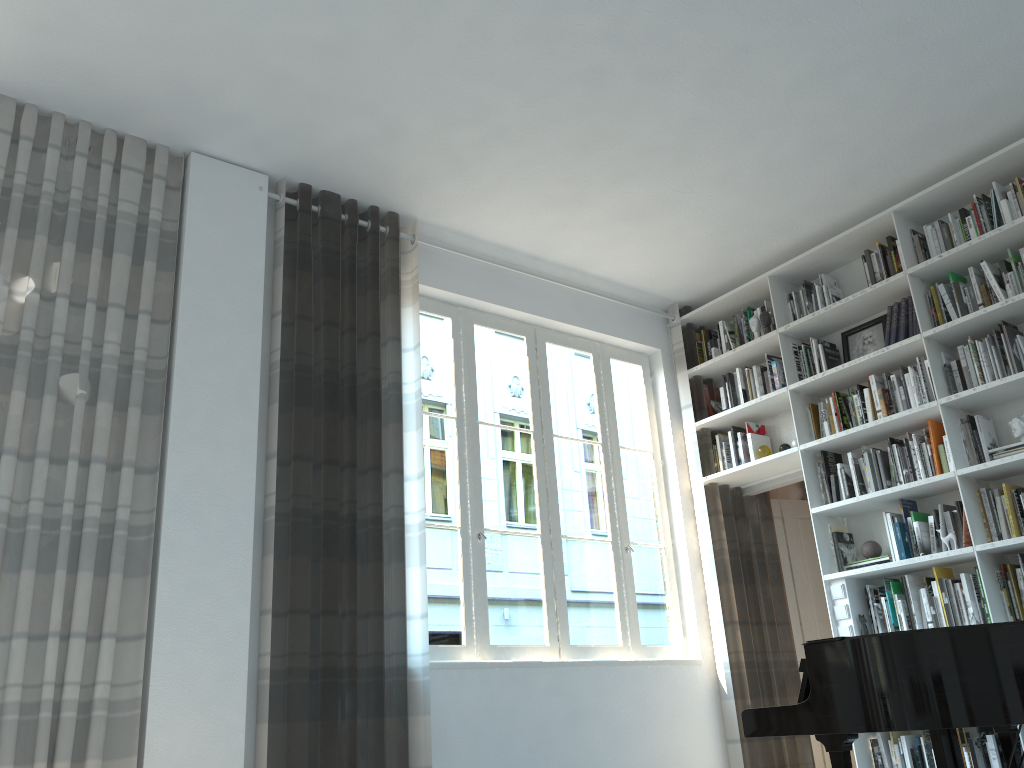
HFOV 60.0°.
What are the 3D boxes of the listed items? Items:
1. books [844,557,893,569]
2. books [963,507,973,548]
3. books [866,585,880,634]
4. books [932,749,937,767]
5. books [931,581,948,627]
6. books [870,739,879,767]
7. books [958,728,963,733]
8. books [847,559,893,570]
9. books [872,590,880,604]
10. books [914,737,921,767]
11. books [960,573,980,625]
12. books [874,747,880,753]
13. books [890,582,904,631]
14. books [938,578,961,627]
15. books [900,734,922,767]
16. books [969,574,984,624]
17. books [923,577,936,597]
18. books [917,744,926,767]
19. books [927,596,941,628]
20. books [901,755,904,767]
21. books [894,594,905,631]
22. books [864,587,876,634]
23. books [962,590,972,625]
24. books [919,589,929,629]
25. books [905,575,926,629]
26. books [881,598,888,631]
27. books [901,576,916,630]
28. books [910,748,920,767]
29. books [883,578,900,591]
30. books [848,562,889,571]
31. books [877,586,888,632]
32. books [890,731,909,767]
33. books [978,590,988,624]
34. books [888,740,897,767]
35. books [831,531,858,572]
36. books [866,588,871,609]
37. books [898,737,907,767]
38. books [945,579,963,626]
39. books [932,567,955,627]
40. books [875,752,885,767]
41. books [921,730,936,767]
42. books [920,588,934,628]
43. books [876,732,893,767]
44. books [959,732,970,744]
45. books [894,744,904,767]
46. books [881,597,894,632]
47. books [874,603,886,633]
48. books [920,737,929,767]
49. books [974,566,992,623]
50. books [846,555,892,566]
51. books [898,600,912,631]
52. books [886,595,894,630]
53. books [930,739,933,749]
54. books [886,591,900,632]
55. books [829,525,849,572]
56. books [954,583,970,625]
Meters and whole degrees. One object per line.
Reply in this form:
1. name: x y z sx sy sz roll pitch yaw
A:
1. books: 1.962 0.969 4.789 0.159 0.012 0.286 10 -25 -31
2. books: 2.280 0.678 4.357 0.228 0.275 0.082 12 -26 -35
3. books: 1.966 1.219 4.713 0.171 0.293 0.014 12 -26 -35
4. books: 2.114 1.870 4.293 0.168 0.201 0.030 12 -26 -35
5. books: 2.181 1.117 4.430 0.176 0.253 0.026 12 -26 -35
6. books: 1.922 1.965 4.577 0.161 0.253 0.012 12 -26 -35
7. books: 2.168 1.804 4.274 0.139 0.303 0.014 12 -26 -35
8. books: 1.965 0.981 4.786 0.161 0.012 0.255 13 -27 -37
9. books: 1.978 1.221 4.677 0.177 0.263 0.007 12 -26 -35
10. books: 2.066 1.886 4.397 0.139 0.251 0.022 12 -26 -35
11. books: 2.265 1.058 4.310 0.185 0.264 0.021 12 -26 -35
12. books: 1.934 1.977 4.557 0.158 0.215 0.023 12 -26 -35
13. books: 2.039 1.171 4.589 0.182 0.285 0.007 12 -26 -35
14. books: 2.199 1.097 4.391 0.181 0.259 0.028 12 -26 -35
15. books: 2.024 1.891 4.421 0.177 0.265 0.023 12 -26 -35
16. books: 2.291 1.058 4.307 0.142 0.259 0.013 12 -26 -35
17. books: 2.150 1.120 4.470 0.150 0.281 0.014 12 -26 -35
18. books: 2.072 1.892 4.369 0.163 0.220 0.022 12 -26 -35
19. books: 2.159 1.158 4.432 0.190 0.181 0.029 12 -26 -35
20. books: 2.015 1.942 4.441 0.145 0.185 0.022 12 -26 -35
21. books: 2.052 1.199 4.573 0.190 0.218 0.015 12 -26 -35
22. books: 1.957 1.234 4.737 0.159 0.284 0.008 12 -26 -35
23. books: 2.266 1.106 4.334 0.140 0.193 0.023 12 -26 -35
24. books: 2.133 1.165 4.514 0.138 0.229 0.045 12 -26 -35
25. books: 2.099 1.136 4.537 0.189 0.305 0.012 12 -26 -35
26. books: 2.010 1.232 4.648 0.176 0.217 0.015 12 -26 -35
27. books: 2.081 1.142 4.541 0.180 0.299 0.019 12 -26 -35
28. books: 2.051 1.915 4.403 0.159 0.205 0.022 12 -26 -35
29. books: 2.019 1.178 4.644 0.145 0.313 0.007 12 -26 -35
30. books: 1.969 0.993 4.784 0.161 0.012 0.255 11 -26 -34
31. books: 1.996 1.206 4.663 0.164 0.278 0.008 12 -26 -35
32. books: 1.988 1.893 4.491 0.158 0.317 0.011 12 -26 -35
33. books: 2.309 1.086 4.273 0.142 0.181 0.041 12 -26 -35
34. books: 1.982 1.933 4.493 0.143 0.245 0.024 12 -26 -35
35. books: 1.860 0.949 4.938 0.157 0.242 0.028 12 -26 -35
36. books: 1.963 1.228 4.728 0.152 0.288 0.017 12 -26 -35
37. books: 2.008 1.898 4.430 0.174 0.260 0.013 12 -26 -35
38. books: 2.220 1.094 4.371 0.159 0.248 0.028 12 -26 -35
39. books: 2.190 1.077 4.425 0.172 0.321 0.021 12 -26 -35
40. books: 1.928 1.976 4.518 0.176 0.189 0.029 12 -26 -35
41. books: 2.088 1.839 4.345 0.184 0.299 0.013 12 -26 -35
42. books: 2.141 1.151 4.477 0.159 0.229 0.027 12 -26 -35
43. books: 1.955 1.921 4.523 0.181 0.292 0.045 12 -26 -35
44. books: 2.166 1.812 4.243 0.159 0.265 0.025 12 -26 -35
45. books: 1.996 1.929 4.460 0.155 0.225 0.022 12 -26 -35
46. books: 2.008 1.225 4.629 0.180 0.216 0.015 12 -26 -35
47. books: 1.975 1.249 4.645 0.193 0.188 0.019 12 -26 -35
48. books: 2.090 1.868 4.361 0.160 0.255 0.027 12 -26 -35
49. books: 2.306 1.025 4.260 0.179 0.285 0.014 12 -26 -35
50. books: 1.967 0.959 4.797 0.161 0.012 0.255 11 -26 -34
51. books: 2.059 1.207 4.553 0.183 0.188 0.016 12 -26 -35
52. books: 2.025 1.208 4.622 0.171 0.242 0.014 12 -26 -35
53. books: 2.117 1.862 4.334 0.135 0.245 0.022 12 -26 -35
54. books: 2.021 1.201 4.606 0.185 0.243 0.009 12 -26 -35
55. books: 1.855 0.938 4.966 0.159 0.284 0.012 12 -26 -35
56. books: 2.248 1.097 4.356 0.153 0.228 0.025 12 -26 -35
